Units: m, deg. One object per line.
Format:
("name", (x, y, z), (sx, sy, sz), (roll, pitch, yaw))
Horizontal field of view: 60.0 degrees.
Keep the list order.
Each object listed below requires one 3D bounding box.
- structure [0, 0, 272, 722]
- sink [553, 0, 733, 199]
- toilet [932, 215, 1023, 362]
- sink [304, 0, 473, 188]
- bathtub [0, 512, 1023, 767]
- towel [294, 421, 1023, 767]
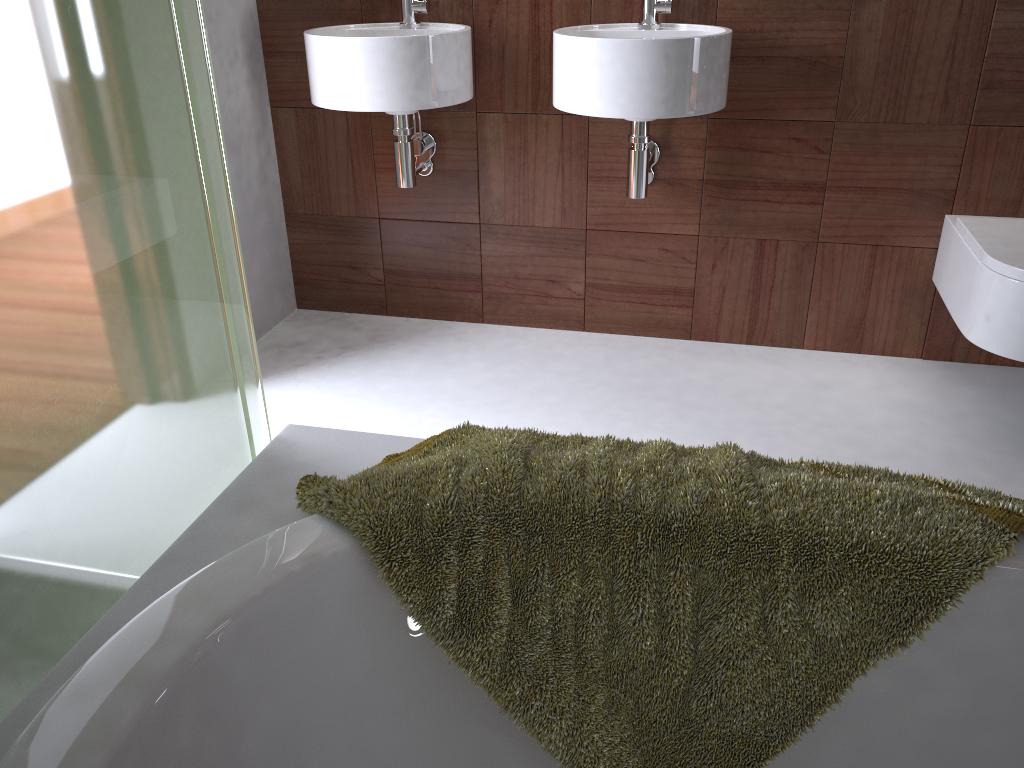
("structure", (-0.825, -0.266, 0.619), (0.765, 2.079, 1.015), (5, 27, 13))
("sink", (0.305, -0.777, 2.103), (0.415, 0.715, 0.417), (5, 27, 13))
("toilet", (1.212, -0.198, 2.063), (0.329, 0.284, 0.547), (5, 27, 13))
("sink", (-0.308, -0.835, 2.243), (0.415, 0.715, 0.417), (5, 27, 13))
("bathtub", (0.417, 0.522, 0.691), (1.683, 0.424, 0.881), (5, 27, 13))
("towel", (0.197, 0.298, 1.104), (0.890, 0.452, 0.349), (3, 27, 8))
